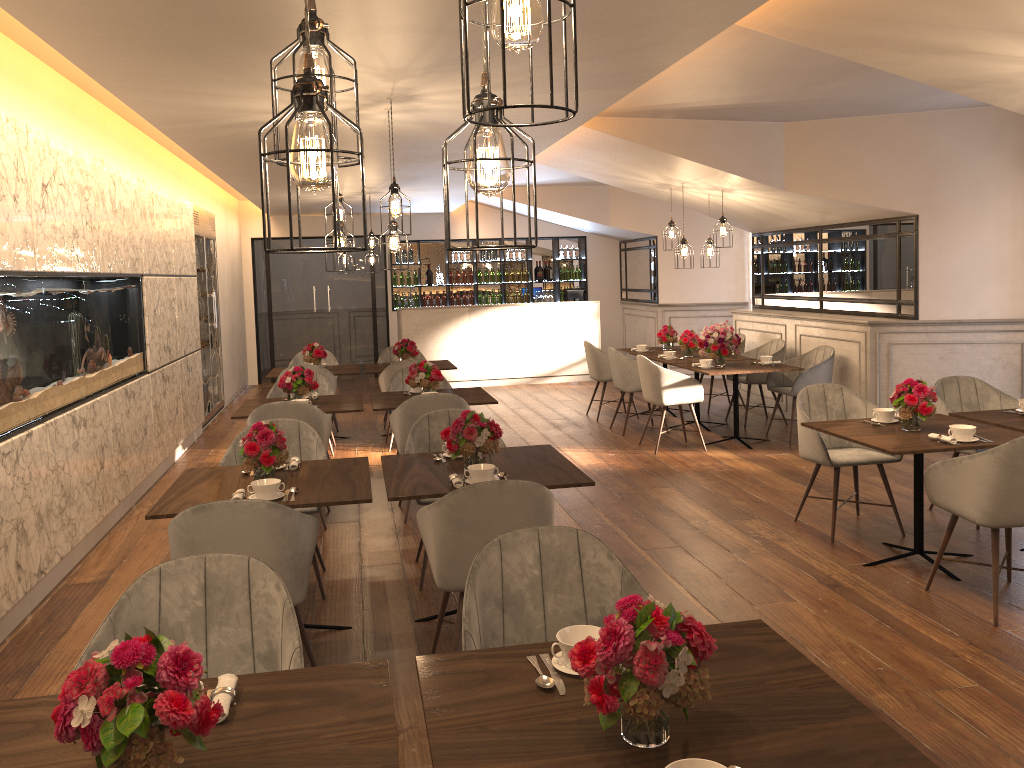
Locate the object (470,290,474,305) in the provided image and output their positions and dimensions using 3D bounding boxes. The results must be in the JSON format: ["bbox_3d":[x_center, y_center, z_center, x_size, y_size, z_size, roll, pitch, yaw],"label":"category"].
[{"bbox_3d":[-0.662,-1.433,14.748,0.065,0.260,0.066,-4,5,-31],"label":"object"}]

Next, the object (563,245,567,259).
[{"bbox_3d":[0.898,-2.230,14.954,0.070,0.235,0.041,-3,4,-11],"label":"object"}]

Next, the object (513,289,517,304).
[{"bbox_3d":[0.052,-1.471,14.876,0.065,0.260,0.066,-4,5,-31],"label":"object"}]

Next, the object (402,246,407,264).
[{"bbox_3d":[-1.756,-2.124,14.474,0.075,0.309,0.075,1,5,33],"label":"object"}]

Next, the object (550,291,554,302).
[{"bbox_3d":[0.684,-1.477,14.991,0.065,0.207,0.065,1,5,35],"label":"object"}]

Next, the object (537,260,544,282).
[{"bbox_3d":[0.474,-1.900,14.905,0.104,0.358,0.104,2,5,42],"label":"object"}]

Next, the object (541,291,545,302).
[{"bbox_3d":[0.531,-1.469,14.964,0.065,0.207,0.065,1,5,35],"label":"object"}]

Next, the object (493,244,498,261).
[{"bbox_3d":[-0.280,-2.204,14.739,0.075,0.309,0.075,-2,4,1],"label":"object"}]

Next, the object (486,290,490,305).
[{"bbox_3d":[-0.405,-1.447,14.794,0.065,0.260,0.066,-4,5,-31],"label":"object"}]

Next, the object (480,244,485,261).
[{"bbox_3d":[-0.485,-2.193,14.702,0.075,0.309,0.075,0,4,22],"label":"object"}]

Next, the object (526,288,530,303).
[{"bbox_3d":[0.270,-1.483,14.915,0.065,0.260,0.066,-4,5,-31],"label":"object"}]

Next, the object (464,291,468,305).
[{"bbox_3d":[-0.771,-1.427,14.728,0.065,0.260,0.066,-4,5,-31],"label":"object"}]

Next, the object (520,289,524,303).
[{"bbox_3d":[0.161,-1.477,14.896,0.065,0.260,0.066,-4,5,-31],"label":"object"}]

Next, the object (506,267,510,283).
[{"bbox_3d":[-0.068,-1.826,14.833,0.065,0.260,0.066,-4,5,-31],"label":"object"}]

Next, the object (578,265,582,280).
[{"bbox_3d":[1.155,-1.892,15.053,0.065,0.260,0.066,-4,5,-31],"label":"object"}]

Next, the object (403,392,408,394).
[{"bbox_3d":[-0.846,0.069,6.982,0.043,0.015,0.198,-3,7,-14],"label":"object"}]

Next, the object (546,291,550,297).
[{"bbox_3d":[0.607,-1.473,14.978,0.065,0.207,0.065,1,5,35],"label":"object"}]

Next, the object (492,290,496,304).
[{"bbox_3d":[-0.296,-1.452,14.813,0.065,0.260,0.066,-4,5,-31],"label":"object"}]

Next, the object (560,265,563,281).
[{"bbox_3d":[0.829,-1.875,14.994,0.065,0.262,0.066,-4,5,-31],"label":"object"}]

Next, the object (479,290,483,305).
[{"bbox_3d":[-0.513,-1.441,14.774,0.065,0.260,0.066,-4,5,-31],"label":"object"}]

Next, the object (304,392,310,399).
[{"bbox_3d":[-1.642,0.081,6.857,0.148,0.072,0.149,2,8,32],"label":"object"}]

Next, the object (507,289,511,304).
[{"bbox_3d":[-0.056,-1.465,14.857,0.065,0.260,0.066,-4,5,-31],"label":"object"}]

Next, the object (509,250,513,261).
[{"bbox_3d":[-0.019,-2.180,14.789,0.070,0.235,0.041,-3,4,-11],"label":"object"}]

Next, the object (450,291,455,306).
[{"bbox_3d":[-0.988,-1.415,14.689,0.065,0.260,0.066,-4,5,-31],"label":"object"}]

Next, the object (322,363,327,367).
[{"bbox_3d":[-1.977,-0.199,9.332,0.056,0.039,0.176,-3,7,-10],"label":"object"}]

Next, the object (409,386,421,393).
[{"bbox_3d":[-0.739,0.032,7.019,0.148,0.072,0.149,2,8,32],"label":"object"}]

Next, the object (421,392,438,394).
[{"bbox_3d":[-0.595,0.101,6.428,0.148,0.072,0.149,2,8,32],"label":"object"}]

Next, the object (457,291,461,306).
[{"bbox_3d":[-0.879,-1.421,14.709,0.065,0.260,0.066,-4,5,-31],"label":"object"}]

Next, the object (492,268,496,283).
[{"bbox_3d":[-0.308,-1.814,14.790,0.065,0.262,0.066,-4,5,-31],"label":"object"}]

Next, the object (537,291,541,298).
[{"bbox_3d":[0.454,-1.464,14.950,0.065,0.207,0.065,1,5,35],"label":"object"}]

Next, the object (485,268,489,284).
[{"bbox_3d":[-0.416,-1.808,14.770,0.065,0.262,0.066,-4,5,-31],"label":"object"}]

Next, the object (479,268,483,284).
[{"bbox_3d":[-0.525,-1.801,14.751,0.065,0.260,0.066,-4,5,-31],"label":"object"}]

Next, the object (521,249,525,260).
[{"bbox_3d":[0.179,-2.191,14.824,0.070,0.235,0.041,-3,4,-11],"label":"object"}]

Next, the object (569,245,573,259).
[{"bbox_3d":[0.997,-2.235,14.971,0.070,0.235,0.041,-3,4,-11],"label":"object"}]

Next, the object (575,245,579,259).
[{"bbox_3d":[1.096,-2.240,14.989,0.070,0.235,0.041,-3,4,-11],"label":"object"}]

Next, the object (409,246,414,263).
[{"bbox_3d":[-1.654,-2.130,14.492,0.075,0.309,0.075,1,5,37],"label":"object"}]

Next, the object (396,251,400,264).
[{"bbox_3d":[-1.859,-2.119,14.455,0.075,0.309,0.075,-1,4,15],"label":"object"}]

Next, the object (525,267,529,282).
[{"bbox_3d":[0.258,-1.843,14.891,0.065,0.260,0.066,-4,5,-31],"label":"object"}]

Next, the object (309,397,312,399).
[{"bbox_3d":[-1.562,0.101,6.863,0.025,0.024,0.193,-3,7,-10],"label":"object"}]

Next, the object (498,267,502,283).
[{"bbox_3d":[-0.199,-1.820,14.809,0.065,0.262,0.066,-4,5,-31],"label":"object"}]

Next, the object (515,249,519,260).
[{"bbox_3d":[0.080,-2.186,14.807,0.070,0.235,0.041,-3,4,-11],"label":"object"}]

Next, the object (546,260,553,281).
[{"bbox_3d":[0.629,-1.910,14.929,0.104,0.358,0.104,-1,4,17],"label":"object"}]

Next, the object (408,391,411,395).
[{"bbox_3d":[-0.810,0.073,6.982,0.022,0.004,0.212,-3,7,-10],"label":"object"}]

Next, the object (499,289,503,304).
[{"bbox_3d":[-0.187,-1.458,14.833,0.065,0.260,0.066,-4,5,-31],"label":"object"}]

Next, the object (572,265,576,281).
[{"bbox_3d":[1.047,-1.886,15.033,0.065,0.260,0.066,-4,5,-31],"label":"object"}]

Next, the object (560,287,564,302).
[{"bbox_3d":[0.841,-1.515,15.018,0.065,0.262,0.066,-4,5,-31],"label":"object"}]

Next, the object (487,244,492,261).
[{"bbox_3d":[-0.383,-2.198,14.720,0.075,0.309,0.075,-2,4,1],"label":"object"}]

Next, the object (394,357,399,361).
[{"bbox_3d":[-1.186,-0.259,9.473,0.148,0.072,0.149,0,7,12],"label":"object"}]

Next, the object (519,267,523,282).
[{"bbox_3d":[0.150,-1.837,14.872,0.065,0.260,0.066,-4,5,-31],"label":"object"}]

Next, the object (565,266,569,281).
[{"bbox_3d":[0.938,-1.880,15.014,0.065,0.260,0.066,-4,5,-31],"label":"object"}]

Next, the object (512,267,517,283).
[{"bbox_3d":[0.041,-1.832,14.852,0.065,0.260,0.066,-4,5,-31],"label":"object"}]

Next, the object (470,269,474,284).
[{"bbox_3d":[-0.674,-1.793,14.724,0.065,0.260,0.066,-4,5,-31],"label":"object"}]
